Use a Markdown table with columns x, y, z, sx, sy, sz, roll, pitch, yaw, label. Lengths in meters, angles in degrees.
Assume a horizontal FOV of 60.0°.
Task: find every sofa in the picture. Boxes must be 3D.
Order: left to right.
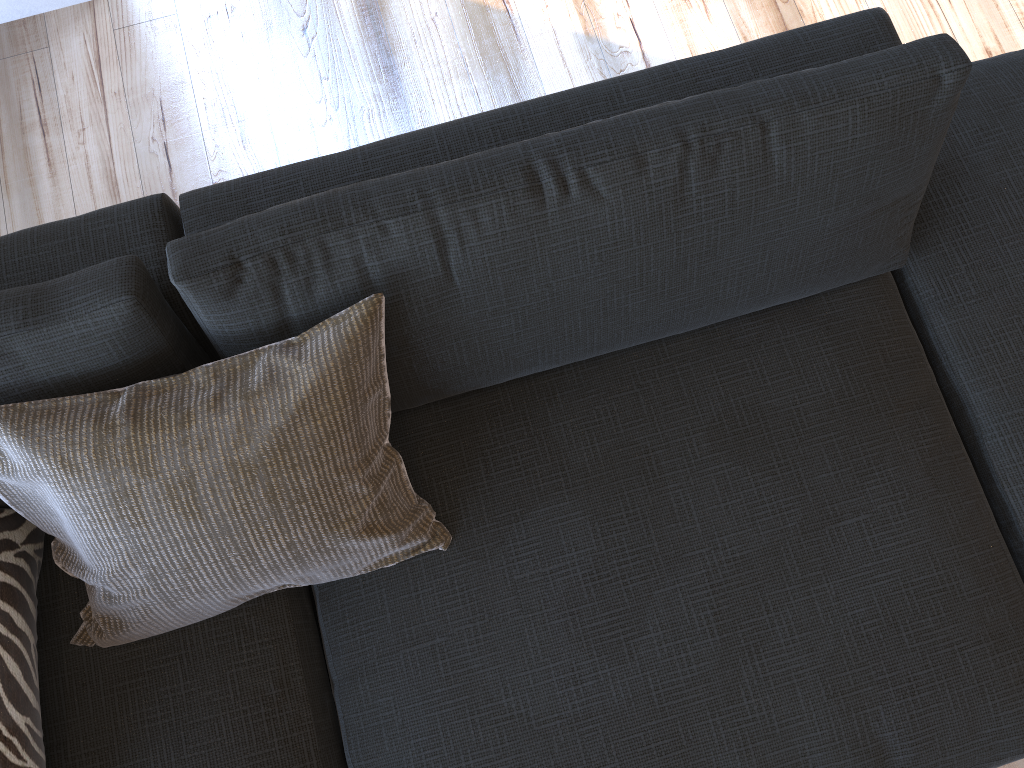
| x | y | z | sx | sy | sz | roll | pitch | yaw | label |
| --- | --- | --- | --- | --- | --- | --- | --- | --- | --- |
| 0.447 | 1.058 | 0.969 | 2.998 | 0.703 | 3.032 | -16 | 74 | -2 | sofa |

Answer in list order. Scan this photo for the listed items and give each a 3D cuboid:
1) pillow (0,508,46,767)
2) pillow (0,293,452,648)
| x | y | z | sx | sy | sz | roll | pitch | yaw | label |
| --- | --- | --- | --- | --- | --- | --- | --- | --- | --- |
| -0.719 | 0.370 | 1.020 | 0.250 | 0.315 | 0.529 | -12 | 74 | -1 | pillow |
| -0.367 | 0.133 | 1.104 | 0.547 | 0.310 | 0.272 | -16 | 74 | -2 | pillow |
